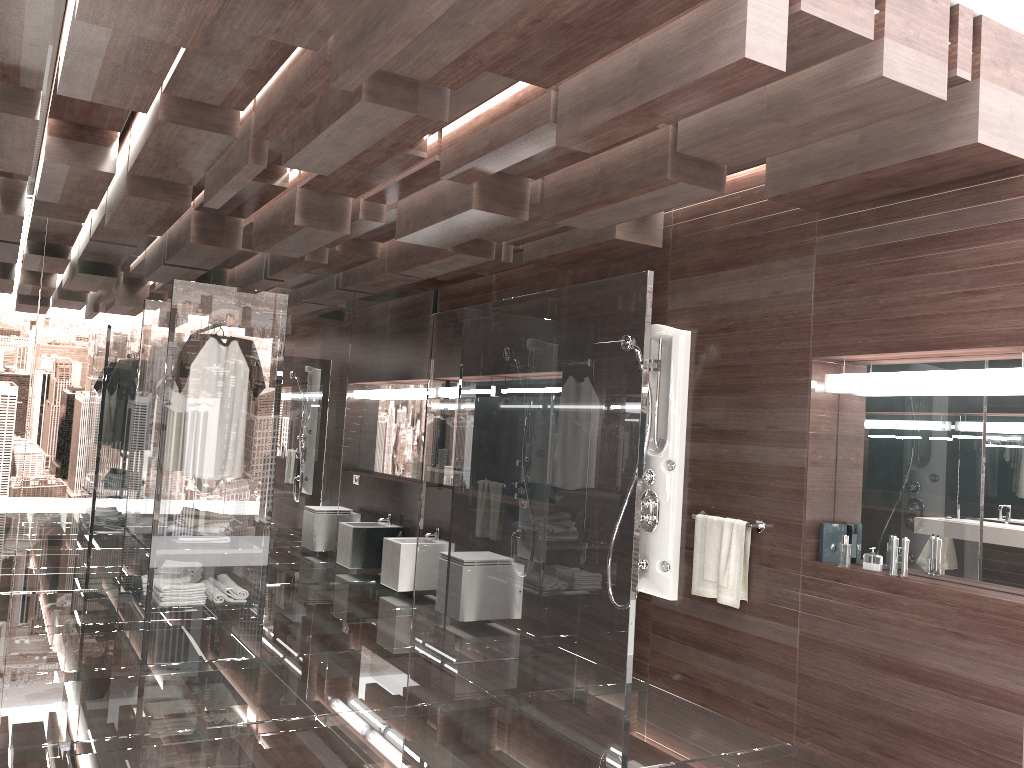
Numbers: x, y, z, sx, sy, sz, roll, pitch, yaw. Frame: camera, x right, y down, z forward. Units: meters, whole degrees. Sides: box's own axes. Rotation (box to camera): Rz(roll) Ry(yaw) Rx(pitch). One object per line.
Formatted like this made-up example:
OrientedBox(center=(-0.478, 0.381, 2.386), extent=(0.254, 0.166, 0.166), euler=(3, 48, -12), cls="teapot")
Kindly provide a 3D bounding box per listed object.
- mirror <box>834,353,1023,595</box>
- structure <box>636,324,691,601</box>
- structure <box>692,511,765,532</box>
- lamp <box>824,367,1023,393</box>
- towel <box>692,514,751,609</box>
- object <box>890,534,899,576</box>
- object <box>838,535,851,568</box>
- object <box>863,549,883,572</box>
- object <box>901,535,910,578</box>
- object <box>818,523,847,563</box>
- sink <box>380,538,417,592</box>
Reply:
OrientedBox(center=(-1.039, 0.212, 4.422), extent=(4.126, 0.916, 5.081), euler=(5, -4, -30), cls="mirror")
OrientedBox(center=(0.719, 0.455, 4.859), extent=(0.354, 1.560, 0.323), euler=(4, -3, -10), cls="structure")
OrientedBox(center=(1.057, 0.679, 4.389), extent=(0.071, 0.061, 0.455), euler=(5, -4, -30), cls="structure")
OrientedBox(center=(1.700, -0.009, 3.658), extent=(0.082, 0.082, 0.950), euler=(5, -4, -30), cls="lamp")
OrientedBox(center=(1.020, 0.863, 4.360), extent=(0.097, 0.414, 0.352), euler=(6, -4, -37), cls="towel")
OrientedBox(center=(1.583, 0.708, 3.672), extent=(0.033, 0.172, 0.030), euler=(2, -4, 24), cls="object")
OrientedBox(center=(1.444, 0.726, 3.847), extent=(0.052, 0.139, 0.027), euler=(0, -5, 45), cls="object")
OrientedBox(center=(1.548, 0.753, 3.805), extent=(0.027, 0.093, 0.078), euler=(7, -4, -42), cls="object")
OrientedBox(center=(1.618, 0.709, 3.650), extent=(0.030, 0.172, 0.033), euler=(4, -3, 0), cls="object")
OrientedBox(center=(1.449, 0.718, 4.009), extent=(0.105, 0.173, 0.048), euler=(4, -3, -2), cls="object")
OrientedBox(center=(-0.734, 1.362, 6.968), extent=(0.469, 0.456, 0.357), euler=(5, -4, -30), cls="sink")
